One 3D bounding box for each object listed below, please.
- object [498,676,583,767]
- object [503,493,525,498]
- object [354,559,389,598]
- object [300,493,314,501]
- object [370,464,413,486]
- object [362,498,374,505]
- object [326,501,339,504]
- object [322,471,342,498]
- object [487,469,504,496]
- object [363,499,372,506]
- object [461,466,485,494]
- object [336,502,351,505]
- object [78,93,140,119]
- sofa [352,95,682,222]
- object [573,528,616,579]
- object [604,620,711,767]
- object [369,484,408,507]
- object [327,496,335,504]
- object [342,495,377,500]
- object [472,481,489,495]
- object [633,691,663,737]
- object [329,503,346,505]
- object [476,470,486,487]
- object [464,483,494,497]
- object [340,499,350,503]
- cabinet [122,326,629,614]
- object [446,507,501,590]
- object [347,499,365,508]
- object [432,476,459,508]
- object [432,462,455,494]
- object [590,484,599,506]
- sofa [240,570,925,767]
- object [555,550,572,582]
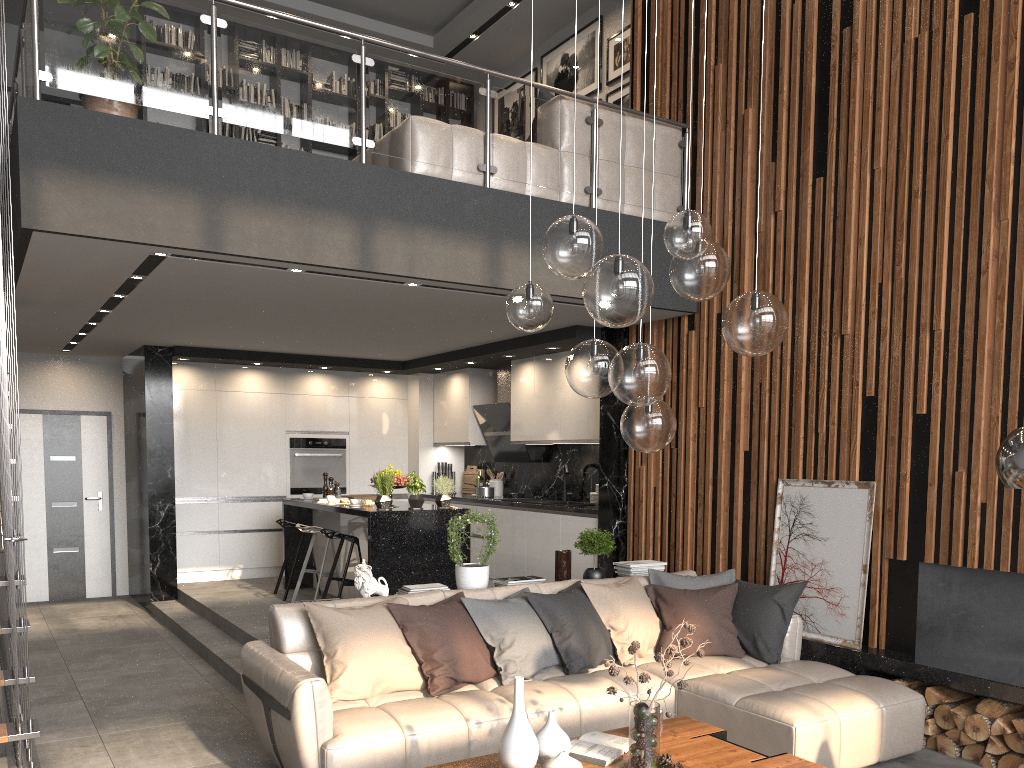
[{"bbox_3d":[0.097,1.317,3.379,0.316,0.401,0.318,0,1,-13],"label":"object"},{"bbox_3d":[-0.013,1.165,9.166,0.232,0.061,0.352,-3,-5,37],"label":"object"},{"bbox_3d":[-0.824,1.170,5.135,0.207,0.292,0.135,0,3,-13],"label":"object"},{"bbox_3d":[-1.959,1.088,8.409,0.155,0.071,0.155,-1,-4,27],"label":"object"},{"bbox_3d":[-1.042,0.793,7.494,0.347,0.216,0.318,2,-2,-34],"label":"object"},{"bbox_3d":[-1.278,1.035,7.684,0.131,0.060,0.069,2,-2,-32],"label":"object"},{"bbox_3d":[-1.607,1.060,7.826,0.130,0.027,0.027,-1,-1,17],"label":"object"},{"bbox_3d":[-1.778,1.007,8.716,0.199,0.286,0.150,2,3,41],"label":"object"},{"bbox_3d":[-0.172,1.092,9.697,0.175,0.307,0.157,-1,3,-29],"label":"object"},{"bbox_3d":[-1.262,1.030,7.632,0.074,0.059,0.060,1,0,-11],"label":"object"},{"bbox_3d":[-0.461,1.123,10.250,0.097,0.333,0.399,-2,0,-32],"label":"object"},{"bbox_3d":[-1.491,1.070,7.832,0.191,0.012,0.191,0,-5,1],"label":"object"},{"bbox_3d":[-2.053,-2.029,4.614,0.774,1.482,0.523,0,3,-11],"label":"object"},{"bbox_3d":[-0.257,-1.493,6.771,2.277,0.787,2.283,3,-4,-32],"label":"sofa"},{"bbox_3d":[0.562,1.188,6.006,0.309,0.412,0.270,1,2,18],"label":"object"},{"bbox_3d":[0.605,1.232,3.512,0.316,0.607,0.541,2,1,29],"label":"object"},{"bbox_3d":[-1.045,0.959,7.496,0.367,0.189,0.367,-1,-3,22],"label":"object"},{"bbox_3d":[-1.625,1.042,7.868,0.077,0.071,0.084,0,-1,18],"label":"object"},{"bbox_3d":[-1.541,1.147,8.858,0.290,0.030,0.400,3,-6,-32],"label":"object"},{"bbox_3d":[-0.317,1.178,9.906,0.180,0.164,0.272,1,-2,-32],"label":"object"},{"bbox_3d":[0.599,1.457,3.877,0.153,0.213,0.076,0,3,-21],"label":"object"},{"bbox_3d":[-1.547,1.074,7.838,0.228,0.003,0.228,3,-6,-32],"label":"object"},{"bbox_3d":[-0.351,1.124,9.974,0.089,0.285,0.081,-2,4,-31],"label":"object"},{"bbox_3d":[-0.337,1.142,9.421,0.200,0.155,0.347,2,-3,-41],"label":"object"},{"bbox_3d":[-1.482,1.054,7.833,0.074,0.043,0.128,2,-4,-39],"label":"object"},{"bbox_3d":[-1.267,0.637,8.204,3.619,3.265,6.190,1,-3,-32],"label":"cabinet"},{"bbox_3d":[-0.250,1.059,5.488,0.215,0.581,0.384,3,3,39],"label":"object"},{"bbox_3d":[-1.315,1.006,7.376,0.155,0.071,0.155,-1,-4,27],"label":"object"},{"bbox_3d":[-0.569,0.905,7.381,0.221,0.286,0.210,0,1,-19],"label":"object"},{"bbox_3d":[-0.801,1.107,10.315,0.321,0.376,0.066,0,4,-32],"label":"object"},{"bbox_3d":[0.850,1.001,7.862,0.300,0.197,0.304,1,-2,-29],"label":"object"},{"bbox_3d":[0.435,1.566,4.625,3.245,0.824,1.872,3,-4,-32],"label":"sofa"},{"bbox_3d":[0.343,1.247,5.870,0.109,0.270,0.108,-1,4,-26],"label":"object"}]
